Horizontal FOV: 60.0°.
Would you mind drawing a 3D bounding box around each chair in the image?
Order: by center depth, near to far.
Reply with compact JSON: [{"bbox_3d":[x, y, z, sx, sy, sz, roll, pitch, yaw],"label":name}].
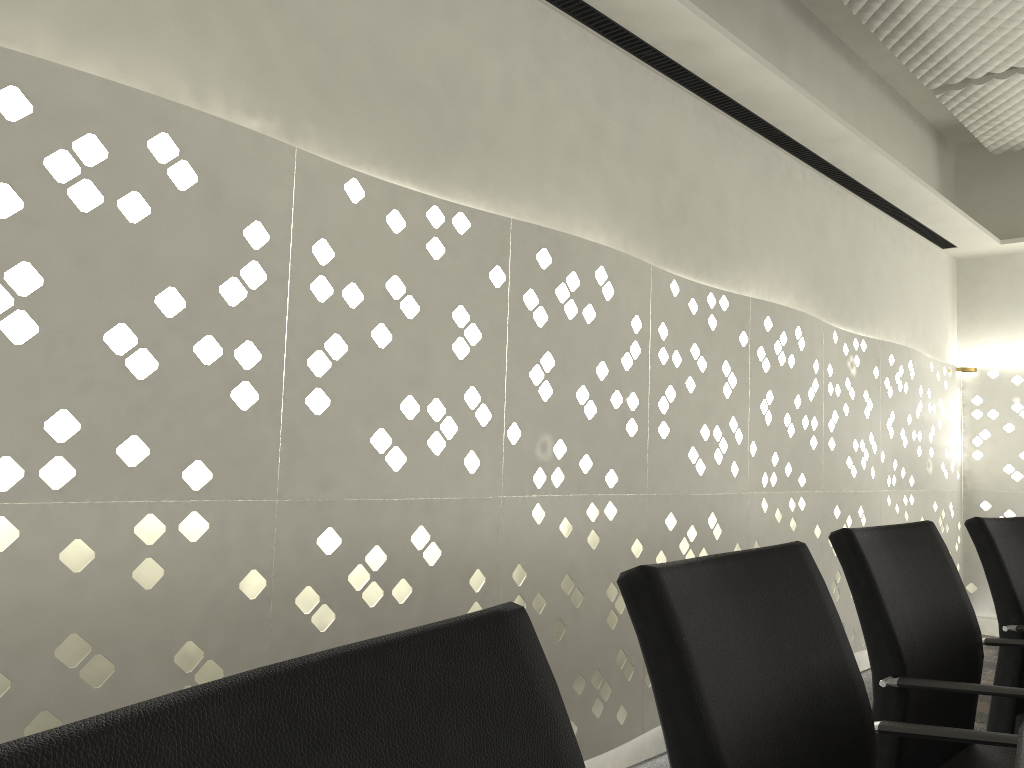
[{"bbox_3d":[0.082,0.497,0.278,0.579,0.757,0.559,-1,-6,32],"label":"chair"},{"bbox_3d":[0.393,0.551,0.806,0.579,0.757,0.559,-2,-6,42],"label":"chair"},{"bbox_3d":[0.796,0.612,1.368,0.559,0.757,0.579,6,-6,-43],"label":"chair"},{"bbox_3d":[1.257,0.663,1.806,0.559,0.757,0.579,5,-6,-33],"label":"chair"}]

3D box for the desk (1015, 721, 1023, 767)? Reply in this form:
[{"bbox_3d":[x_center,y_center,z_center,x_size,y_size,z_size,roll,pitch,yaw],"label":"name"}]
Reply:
[{"bbox_3d":[1.350,0.643,0.910,1.223,0.658,3.364,-2,-6,42],"label":"desk"}]
